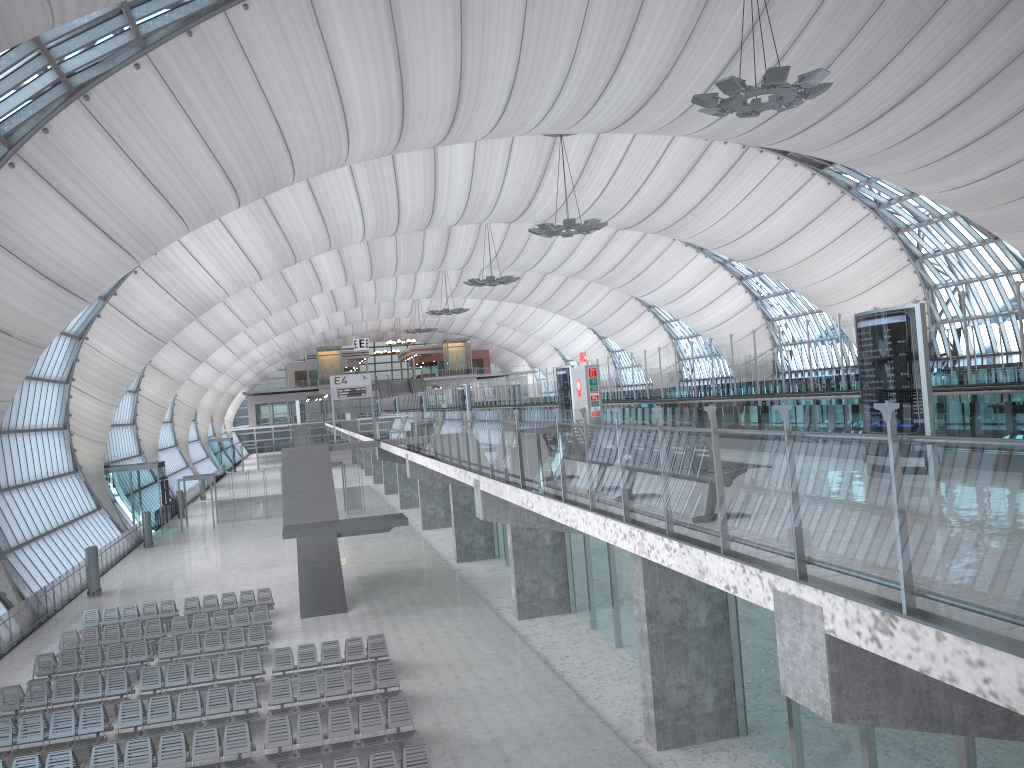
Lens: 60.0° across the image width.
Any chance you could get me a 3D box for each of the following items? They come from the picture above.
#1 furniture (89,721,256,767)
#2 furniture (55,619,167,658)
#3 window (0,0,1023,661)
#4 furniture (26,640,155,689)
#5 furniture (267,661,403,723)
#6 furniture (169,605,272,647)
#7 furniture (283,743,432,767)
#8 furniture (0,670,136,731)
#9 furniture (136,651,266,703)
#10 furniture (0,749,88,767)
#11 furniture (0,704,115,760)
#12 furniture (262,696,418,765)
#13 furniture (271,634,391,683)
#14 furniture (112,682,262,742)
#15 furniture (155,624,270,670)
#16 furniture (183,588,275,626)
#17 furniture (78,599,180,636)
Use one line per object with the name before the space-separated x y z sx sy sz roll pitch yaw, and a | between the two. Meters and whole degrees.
furniture | -5.855 6.512 15.343 2.705 0.913 1.572 -4 -1 -14
furniture | -10.904 7.046 24.219 2.705 0.913 1.572 -4 -1 -14
window | -5.427 -2.012 80.119 50.537 20.004 167.818 -4 -1 -14
furniture | -10.356 6.969 21.936 2.705 0.913 1.572 -4 -1 -14
furniture | -3.657 6.380 18.345 2.705 0.913 1.572 -4 -1 -14
furniture | -8.146 6.836 24.888 2.705 0.913 1.572 -4 -1 -14
furniture | -2.537 6.222 13.678 2.705 0.913 1.572 -4 -1 -14
furniture | -9.733 6.880 19.341 2.705 0.913 1.572 -4 -1 -14
furniture | -6.975 6.670 20.010 2.705 0.913 1.572 -4 -1 -14
furniture | -8.612 6.722 14.673 2.705 0.913 1.572 -4 -1 -14
furniture | -9.173 6.801 17.007 2.705 0.913 1.572 -4 -1 -14
furniture | -3.097 6.301 16.012 2.705 0.913 1.572 -4 -1 -14
furniture | -4.218 6.460 20.679 2.705 0.913 1.572 -4 -1 -14
furniture | -6.415 6.591 17.676 2.705 0.913 1.572 -4 -1 -14
furniture | -7.598 6.758 22.606 2.705 0.913 1.572 -4 -1 -14
furniture | -8.763 6.923 27.455 2.705 0.913 1.572 -4 -1 -14
furniture | -11.520 7.133 26.786 2.705 0.913 1.572 -4 -1 -14
